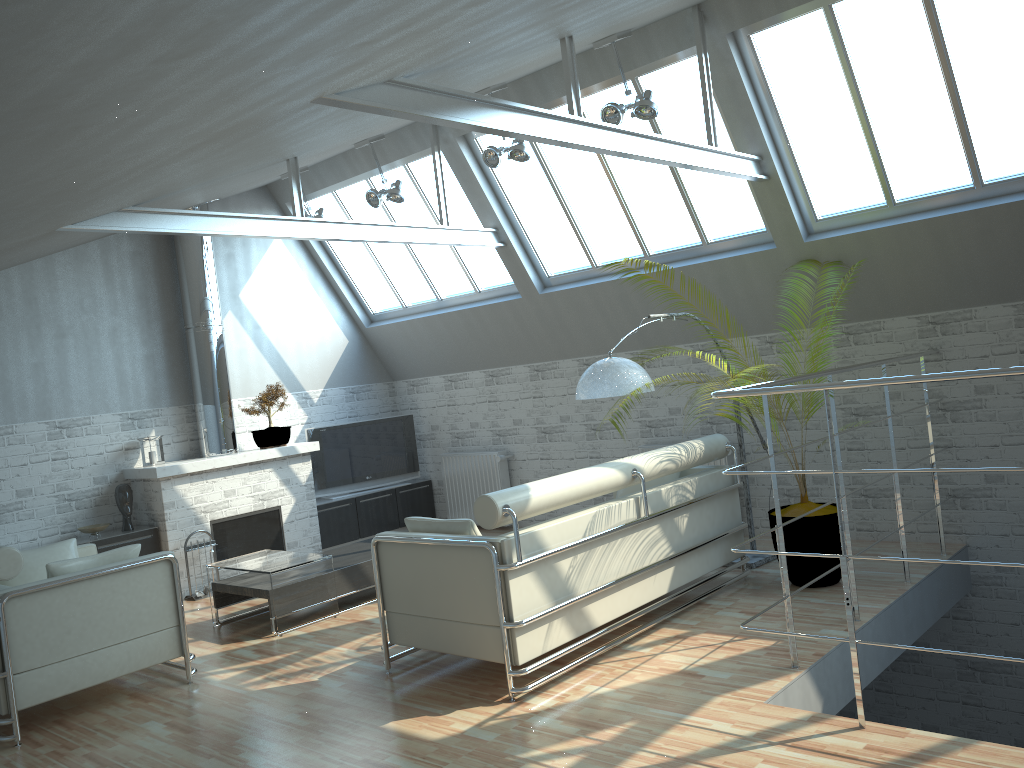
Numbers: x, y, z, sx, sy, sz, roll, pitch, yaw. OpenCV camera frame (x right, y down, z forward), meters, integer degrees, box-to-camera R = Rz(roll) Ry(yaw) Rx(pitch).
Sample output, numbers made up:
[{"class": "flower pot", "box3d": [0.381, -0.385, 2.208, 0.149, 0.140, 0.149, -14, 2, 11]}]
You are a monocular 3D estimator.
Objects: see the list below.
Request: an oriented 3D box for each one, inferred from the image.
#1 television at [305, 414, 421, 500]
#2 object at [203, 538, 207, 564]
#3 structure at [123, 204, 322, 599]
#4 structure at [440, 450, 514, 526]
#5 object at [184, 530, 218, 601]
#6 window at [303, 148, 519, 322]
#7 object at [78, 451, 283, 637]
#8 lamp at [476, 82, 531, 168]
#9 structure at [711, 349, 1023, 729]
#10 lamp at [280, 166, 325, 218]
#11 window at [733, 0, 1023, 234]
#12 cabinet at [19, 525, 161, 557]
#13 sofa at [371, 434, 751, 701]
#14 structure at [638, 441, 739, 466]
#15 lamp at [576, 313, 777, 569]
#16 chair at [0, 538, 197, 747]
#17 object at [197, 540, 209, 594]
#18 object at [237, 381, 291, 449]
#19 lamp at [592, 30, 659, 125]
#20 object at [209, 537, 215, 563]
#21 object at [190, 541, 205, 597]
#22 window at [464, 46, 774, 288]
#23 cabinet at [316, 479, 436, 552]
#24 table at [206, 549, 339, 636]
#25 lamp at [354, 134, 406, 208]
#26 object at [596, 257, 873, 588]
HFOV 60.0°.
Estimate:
[{"class": "television", "box3d": [-3.188, 1.545, 18.975, 2.577, 1.514, 0.592, -7, 1, -38]}, {"class": "object", "box3d": [-5.218, 3.065, 15.163, 0.025, 0.855, 0.025, -7, 1, -26]}, {"class": "structure", "box3d": [-5.494, 0.023, 16.478, 1.309, 7.180, 3.302, -6, 1, 42]}, {"class": "structure", "box3d": [-0.688, 2.188, 18.623, 1.892, 1.524, 0.508, -6, 1, 42]}, {"class": "object", "box3d": [-5.313, 3.060, 15.185, 0.412, 1.124, 0.584, -6, 1, 42]}, {"class": "window", "box3d": [-2.098, -2.881, 17.691, 4.651, 2.787, 1.897, -6, 1, 42]}, {"class": "object", "box3d": [-4.949, 2.315, 13.661, 4.859, 2.558, 1.528, -6, 1, 41]}, {"class": "lamp", "box3d": [-0.206, -3.858, 13.198, 0.618, 1.172, 0.808, -7, 1, -44]}, {"class": "structure", "box3d": [5.978, 0.958, 8.397, 5.366, 2.781, 6.483, -6, 1, 42]}, {"class": "lamp", "box3d": [-3.919, -3.454, 16.578, 0.619, 1.172, 0.808, -7, 1, -44]}, {"class": "window", "box3d": [5.392, -3.698, 10.874, 4.651, 2.787, 1.897, -6, 1, 42]}, {"class": "cabinet", "box3d": [-7.821, 3.305, 13.752, 0.914, 1.270, 4.572, -6, 1, 42]}, {"class": "sofa", "box3d": [0.808, 1.940, 10.998, 2.199, 1.999, 4.866, -6, 1, 42]}, {"class": "structure", "box3d": [3.098, 1.776, 15.177, 1.892, 1.524, 0.508, -6, 1, 42]}, {"class": "lamp", "box3d": [2.758, 0.819, 12.579, 4.621, 3.709, 1.015, -7, 1, -42]}, {"class": "chair", "box3d": [-5.415, 2.687, 10.475, 2.507, 2.001, 2.201, -6, 1, 42]}, {"class": "object", "box3d": [-5.237, 3.107, 15.054, 0.145, 0.932, 0.065, -7, 1, 24]}, {"class": "object", "box3d": [-4.735, 0.599, 17.001, 1.115, 1.265, 0.572, -7, 1, -44]}, {"class": "lamp", "box3d": [1.437, -4.037, 11.703, 0.619, 1.172, 0.808, -7, 1, -44]}, {"class": "object", "box3d": [-5.141, 3.064, 15.247, 0.155, 0.873, 0.026, -6, 1, 43]}, {"class": "object", "box3d": [-5.329, 3.111, 14.945, 0.146, 0.916, 0.131, -6, 1, 42]}, {"class": "window", "box3d": [1.647, -3.289, 14.282, 4.651, 2.787, 1.897, -6, 1, 42]}, {"class": "cabinet", "box3d": [-3.146, 2.815, 18.966, 0.908, 1.016, 3.234, -6, 1, 42]}, {"class": "table", "box3d": [-3.485, 2.979, 12.852, 1.726, 0.867, 1.015, -6, 1, 42]}, {"class": "lamp", "box3d": [-2.289, -3.631, 15.094, 0.619, 1.172, 0.808, -7, 1, -44]}, {"class": "object", "box3d": [2.875, 0.484, 11.555, 3.777, 4.386, 5.015, -7, 1, 17]}]
